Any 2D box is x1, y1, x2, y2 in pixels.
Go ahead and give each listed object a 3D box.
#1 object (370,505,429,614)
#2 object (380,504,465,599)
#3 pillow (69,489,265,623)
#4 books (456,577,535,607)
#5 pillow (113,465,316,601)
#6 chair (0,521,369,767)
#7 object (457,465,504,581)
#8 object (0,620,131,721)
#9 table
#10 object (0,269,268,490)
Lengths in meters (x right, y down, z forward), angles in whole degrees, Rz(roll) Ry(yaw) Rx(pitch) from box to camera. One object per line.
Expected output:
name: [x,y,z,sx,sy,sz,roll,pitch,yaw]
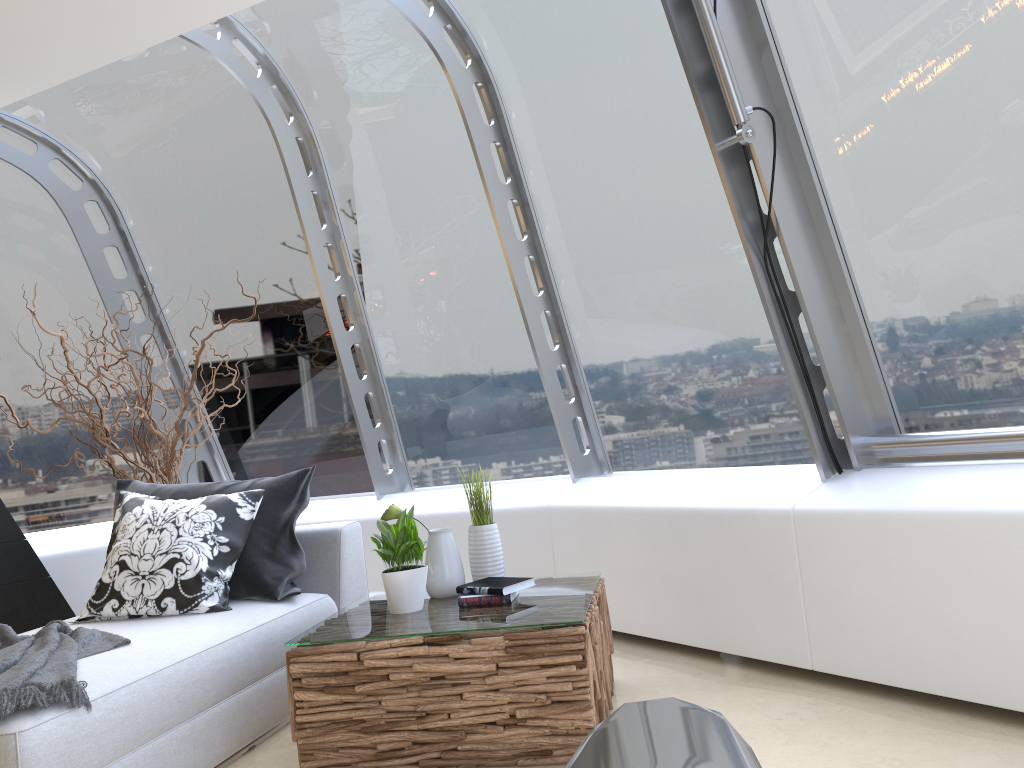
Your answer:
object: [-0.398,0.628,3.178,0.215,0.369,0.284,-6,-3,-13]
object: [-0.341,0.631,3.387,0.297,0.370,0.152,-6,-3,-1]
pillow: [-1.397,0.682,3.611,0.683,0.528,0.431,-7,-3,9]
books: [-0.073,0.742,3.163,0.265,0.063,0.246,-8,-4,31]
pillow: [-1.351,0.676,3.911,1.070,0.597,0.510,-7,-3,14]
chair: [-1.491,1.021,3.284,1.176,0.690,2.068,-7,-3,15]
object: [-0.116,0.537,3.433,0.153,0.511,0.150,-7,-3,13]
object: [-1.501,0.955,2.627,0.825,0.359,1.024,-7,-3,13]
table: [-0.163,1.001,3.153,1.007,0.436,0.923,-7,-3,9]
object: [-2.150,0.494,4.889,1.508,2.059,1.370,-3,-5,-45]
